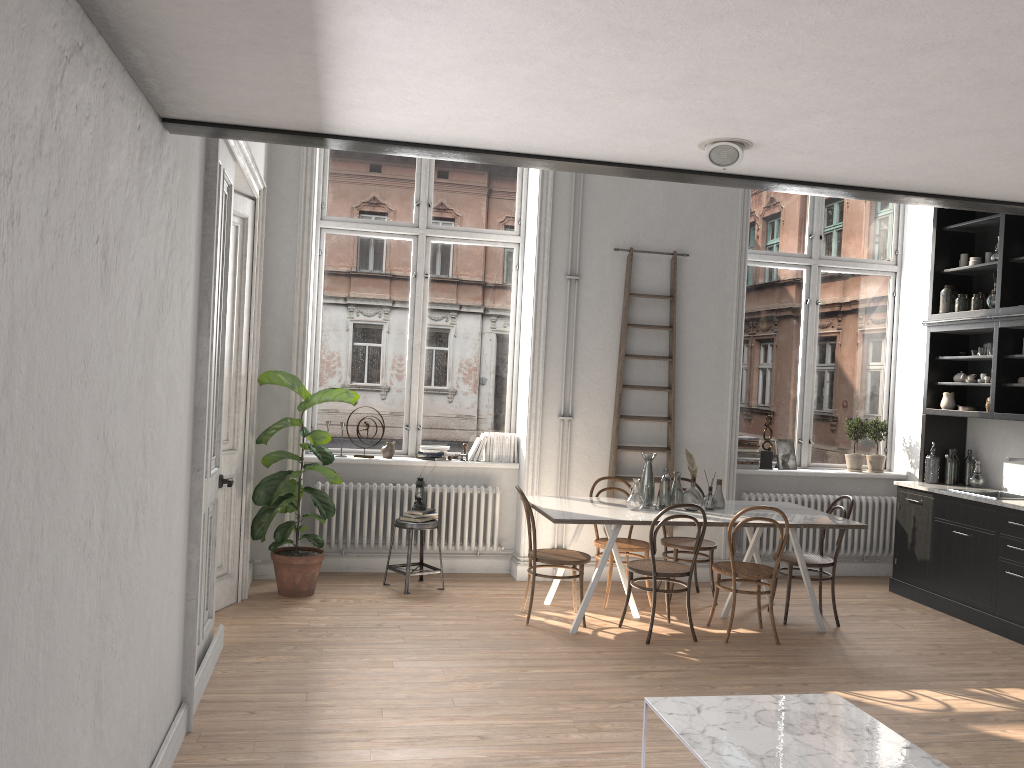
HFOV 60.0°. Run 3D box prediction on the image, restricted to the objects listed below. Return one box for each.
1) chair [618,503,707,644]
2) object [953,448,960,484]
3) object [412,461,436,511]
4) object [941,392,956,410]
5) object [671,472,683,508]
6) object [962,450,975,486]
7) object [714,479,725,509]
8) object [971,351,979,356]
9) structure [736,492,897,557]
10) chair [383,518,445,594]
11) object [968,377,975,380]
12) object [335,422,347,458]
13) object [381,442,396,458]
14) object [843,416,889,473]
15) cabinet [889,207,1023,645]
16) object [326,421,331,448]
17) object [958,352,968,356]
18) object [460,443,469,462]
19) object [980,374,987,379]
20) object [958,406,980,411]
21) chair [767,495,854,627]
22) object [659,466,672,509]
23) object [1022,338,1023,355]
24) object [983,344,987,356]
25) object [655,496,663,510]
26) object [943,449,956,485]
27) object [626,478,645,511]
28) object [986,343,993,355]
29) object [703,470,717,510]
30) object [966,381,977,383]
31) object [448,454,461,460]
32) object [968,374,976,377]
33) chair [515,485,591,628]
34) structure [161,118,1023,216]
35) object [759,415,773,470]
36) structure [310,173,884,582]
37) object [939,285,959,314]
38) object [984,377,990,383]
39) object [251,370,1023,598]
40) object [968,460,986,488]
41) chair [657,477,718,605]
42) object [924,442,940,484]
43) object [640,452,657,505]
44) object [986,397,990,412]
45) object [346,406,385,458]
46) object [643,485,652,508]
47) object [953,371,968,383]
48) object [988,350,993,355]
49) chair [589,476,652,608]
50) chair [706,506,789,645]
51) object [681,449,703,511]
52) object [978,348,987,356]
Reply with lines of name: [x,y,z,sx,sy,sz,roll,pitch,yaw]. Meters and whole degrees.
chair: [1.003,1.212,5.888,0.438,0.921,0.549,3,1,-15]
object: [3.757,0.698,7.542,0.086,0.301,0.086,3,1,3]
object: [-0.697,0.793,6.962,0.163,0.383,0.154,2,1,-37]
object: [3.671,0.143,7.453,0.127,0.144,0.115,3,1,-32]
object: [1.202,0.770,6.475,0.098,0.255,0.100,2,1,-34]
object: [3.840,0.703,7.450,0.086,0.301,0.086,3,1,35]
object: [1.523,0.807,6.531,0.101,0.212,0.101,3,1,28]
object: [3.779,-0.246,7.226,0.071,0.047,0.071,3,0,27]
structure: [2.735,1.266,8.001,1.577,0.552,0.194,3,1,-11]
chair: [-0.751,1.318,6.897,0.364,0.523,0.360,2,1,-37]
object: [3.778,-0.040,7.294,0.058,0.033,0.055,3,0,-36]
object: [-1.402,0.458,7.314,0.095,0.289,0.095,3,1,12]
object: [-1.034,0.548,7.403,0.100,0.142,0.102,2,1,-36]
object: [3.288,0.558,8.260,0.500,0.524,0.234,3,1,-22]
cabinet: [3.911,0.022,6.042,0.635,3.583,3.250,3,1,-11]
object: [-1.528,0.451,7.348,0.095,0.289,0.095,3,1,21]
object: [3.818,-0.245,7.513,0.071,0.047,0.071,3,0,27]
object: [-0.399,0.575,7.490,0.048,0.153,0.088,2,1,-41]
object: [3.800,-0.055,7.147,0.039,0.055,0.049,3,1,10]
object: [3.767,0.203,7.313,0.180,0.037,0.180,3,0,-26]
chair: [2.190,1.268,6.511,0.549,0.921,0.438,3,1,2]
object: [1.105,0.742,6.382,0.086,0.301,0.086,2,1,-25]
object: [3.912,-0.281,6.727,0.082,0.135,0.059,2,1,-43]
object: [3.859,-0.272,7.209,0.060,0.107,0.060,2,1,-43]
object: [1.041,0.844,6.275,0.058,0.094,0.058,3,1,17]
object: [3.678,0.695,7.446,0.086,0.301,0.086,2,1,-25]
object: [0.865,0.773,6.206,0.132,0.219,0.132,3,1,-22]
object: [3.816,-0.273,7.074,0.060,0.107,0.060,3,1,17]
object: [1.440,0.768,6.437,0.107,0.283,0.106,3,1,-16]
object: [3.778,-0.012,7.294,0.085,0.015,0.085,3,0,3]
object: [-0.496,0.621,7.529,0.088,0.048,0.153,3,0,29]
object: [3.779,-0.060,7.294,0.055,0.047,0.058,3,0,4]
chair: [0.275,1.175,6.164,0.549,0.921,0.438,3,1,-3]
structure: [2.130,-1.312,1.615,5.927,1.213,4.157,3,0,-11]
object: [2.322,0.529,8.070,0.122,0.488,0.102,3,1,14]
structure: [1.027,-0.573,7.557,5.182,4.474,0.340,3,1,-11]
object: [3.674,-0.705,7.452,0.118,0.238,0.118,3,1,-25]
object: [3.790,-0.031,7.079,0.049,0.054,0.039,3,1,15]
object: [0.989,0.744,6.751,5.827,1.842,0.792,3,1,-6]
object: [3.841,0.742,7.322,0.132,0.219,0.120,3,1,-11]
chair: [1.380,1.226,6.998,0.438,0.921,0.549,3,1,-4]
object: [3.551,0.662,7.487,0.109,0.349,0.109,2,1,-30]
object: [0.990,0.696,6.473,0.116,0.383,0.116,3,1,0]
object: [3.751,0.160,6.948,0.069,0.123,0.173,3,0,21]
object: [-1.217,0.398,7.369,0.347,0.425,0.087,3,1,22]
object: [0.965,0.808,6.356,0.083,0.158,0.083,3,1,-15]
object: [3.777,-0.056,7.454,0.140,0.100,0.125,3,0,-29]
object: [3.800,-0.244,7.006,0.071,0.047,0.071,3,0,27]
chair: [0.833,1.199,6.812,0.438,0.921,0.549,3,1,-13]
chair: [1.584,1.240,5.963,0.438,0.921,0.549,3,1,0]
object: [1.294,0.680,6.327,0.156,0.446,0.157,3,1,7]
object: [3.789,-0.256,7.143,0.064,0.069,0.064,3,1,37]
